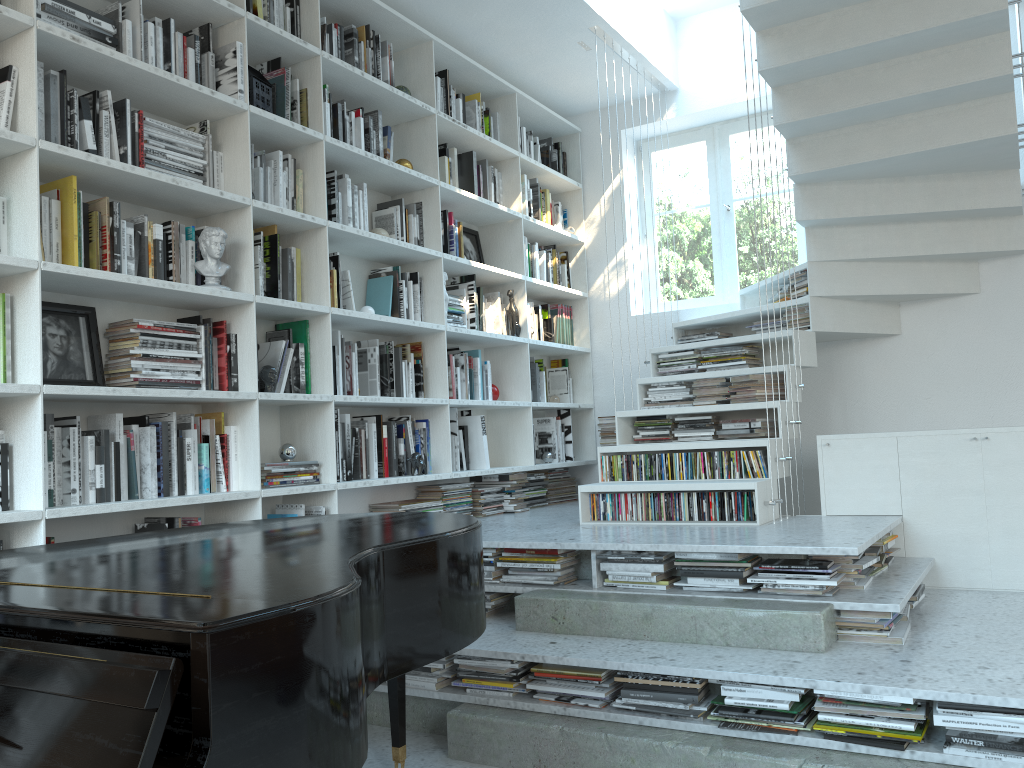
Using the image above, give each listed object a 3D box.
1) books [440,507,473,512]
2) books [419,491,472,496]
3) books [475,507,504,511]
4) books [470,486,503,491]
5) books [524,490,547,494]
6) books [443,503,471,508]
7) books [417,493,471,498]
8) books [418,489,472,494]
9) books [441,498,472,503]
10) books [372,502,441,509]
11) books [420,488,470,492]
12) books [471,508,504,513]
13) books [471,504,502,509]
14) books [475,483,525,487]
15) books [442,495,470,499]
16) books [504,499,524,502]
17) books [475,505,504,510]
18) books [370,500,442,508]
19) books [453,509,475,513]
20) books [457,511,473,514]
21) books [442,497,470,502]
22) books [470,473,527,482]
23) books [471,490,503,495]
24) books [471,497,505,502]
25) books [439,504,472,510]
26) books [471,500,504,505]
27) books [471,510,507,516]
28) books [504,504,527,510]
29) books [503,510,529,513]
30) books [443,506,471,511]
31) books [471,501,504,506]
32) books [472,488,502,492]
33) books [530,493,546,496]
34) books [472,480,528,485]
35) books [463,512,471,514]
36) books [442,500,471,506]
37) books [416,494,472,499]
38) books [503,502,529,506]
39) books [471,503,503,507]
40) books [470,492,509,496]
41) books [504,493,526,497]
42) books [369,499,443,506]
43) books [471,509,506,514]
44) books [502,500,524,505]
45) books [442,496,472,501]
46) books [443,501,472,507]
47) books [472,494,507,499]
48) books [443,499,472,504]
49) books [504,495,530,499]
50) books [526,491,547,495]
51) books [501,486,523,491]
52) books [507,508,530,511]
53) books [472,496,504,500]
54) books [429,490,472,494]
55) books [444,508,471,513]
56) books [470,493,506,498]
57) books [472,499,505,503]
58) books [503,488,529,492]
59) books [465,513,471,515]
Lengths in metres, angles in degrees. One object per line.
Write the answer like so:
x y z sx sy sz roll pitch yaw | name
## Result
-0.351 0.664 4.686 0.159 0.007 0.285 -5 -5 32 | books
-0.352 0.577 4.685 0.159 0.005 0.285 -5 -4 26 | books
-0.166 0.701 5.006 0.207 0.008 0.328 -5 -5 30 | books
-0.167 0.586 5.009 0.206 0.007 0.368 -5 -5 32 | books
0.037 0.653 5.342 0.198 0.008 0.354 -5 -5 33 | books
-0.354 0.643 4.688 0.161 0.007 0.254 -5 -5 31 | books
-0.358 0.588 4.688 0.159 0.005 0.285 -5 -4 29 | books
-0.353 0.566 4.690 0.159 0.005 0.285 -5 -4 27 | books
-0.357 0.616 4.691 0.159 0.007 0.285 -5 -5 30 | books
-0.523 0.603 4.402 0.195 0.008 0.308 -5 -5 32 | books
-0.350 0.561 4.688 0.161 0.005 0.254 -5 -4 25 | books
-0.163 0.708 5.005 0.206 0.007 0.368 -5 -5 31 | books
-0.159 0.685 5.002 0.206 0.007 0.368 -5 -4 27 | books
-0.066 0.583 5.104 0.243 0.015 0.165 -5 -5 33 | books
-0.357 0.599 4.688 0.161 0.005 0.254 -5 -4 29 | books
-0.058 0.669 5.107 0.209 0.013 0.149 -5 -5 33 | books
-0.164 0.693 5.005 0.207 0.008 0.328 -5 -4 29 | books
-0.524 0.595 4.403 0.193 0.007 0.346 -5 -4 28 | books
-0.344 0.677 4.682 0.159 0.007 0.285 -5 -5 35 | books
-0.347 0.684 4.681 0.159 0.007 0.285 -5 -4 26 | books
-0.359 0.610 4.688 0.161 0.005 0.254 -5 -5 30 | books
-0.076 0.536 5.093 0.267 0.035 0.204 -5 -5 31 | books
-0.166 0.609 5.008 0.207 0.008 0.328 -5 -5 32 | books
-0.161 0.648 5.004 0.206 0.007 0.368 -5 -5 33 | books
-0.347 0.650 4.684 0.159 0.007 0.285 -5 -4 26 | books
-0.166 0.663 5.006 0.206 0.007 0.368 -5 -5 31 | books
-0.155 0.723 4.999 0.207 0.008 0.328 -5 -4 26 | books
-0.057 0.708 5.103 0.244 0.025 0.160 -5 -4 29 | books
-0.058 0.734 5.098 0.279 0.012 0.159 -5 -5 33 | books
-0.348 0.657 4.684 0.161 0.007 0.254 -5 -4 26 | books
-0.163 0.670 5.005 0.207 0.008 0.328 -5 -4 28 | books
-0.159 0.593 5.004 0.206 0.007 0.368 -5 -4 25 | books
0.038 0.670 5.341 0.198 0.008 0.354 -5 -4 27 | books
-0.067 0.565 5.105 0.285 0.012 0.159 -5 -4 26 | books
-0.352 0.691 4.684 0.161 0.007 0.254 -5 -5 31 | books
-0.354 0.630 4.688 0.161 0.007 0.254 -5 -5 31 | books
-0.358 0.593 4.688 0.159 0.005 0.285 -5 -5 31 | books
-0.063 0.691 5.094 0.281 0.008 0.168 -5 -4 26 | books
-0.162 0.678 5.004 0.207 0.008 0.328 -5 -5 32 | books
-0.158 0.617 5.003 0.207 0.008 0.328 -5 -5 35 | books
-0.060 0.641 5.106 0.236 0.014 0.165 -5 -5 30 | books
-0.524 0.588 4.403 0.193 0.007 0.346 -5 -5 32 | books
-0.158 0.715 5.001 0.207 0.008 0.328 -5 -5 33 | books
-0.064 0.681 5.095 0.206 0.012 0.183 -5 -4 29 | books
-0.355 0.604 4.686 0.159 0.005 0.285 -5 -4 28 | books
-0.346 0.636 4.683 0.159 0.007 0.285 -5 -4 25 | books
-0.165 0.633 5.006 0.207 0.008 0.328 -5 -5 32 | books
-0.355 0.623 4.689 0.159 0.007 0.285 -5 -5 31 | books
-0.062 0.652 5.102 0.292 0.008 0.158 -5 -5 33 | books
0.040 0.661 5.341 0.200 0.009 0.315 -5 -5 34 | books
-0.068 0.599 5.098 0.196 0.019 0.173 -5 -5 35 | books
-0.053 0.725 5.107 0.292 0.008 0.131 -5 -4 26 | books
-0.162 0.640 5.005 0.207 0.008 0.328 -5 -4 27 | books
-0.351 0.572 4.689 0.161 0.005 0.254 -5 -5 34 | books
-0.347 0.671 4.683 0.161 0.007 0.254 -5 -4 26 | books
-0.168 0.625 5.009 0.206 0.007 0.368 -5 -4 29 | books
-0.166 0.656 5.007 0.207 0.008 0.328 -5 -5 31 | books
-0.064 0.614 5.104 0.283 0.010 0.169 -5 -4 29 | books
-0.354 0.698 4.684 0.161 0.007 0.254 -5 -5 30 | books
